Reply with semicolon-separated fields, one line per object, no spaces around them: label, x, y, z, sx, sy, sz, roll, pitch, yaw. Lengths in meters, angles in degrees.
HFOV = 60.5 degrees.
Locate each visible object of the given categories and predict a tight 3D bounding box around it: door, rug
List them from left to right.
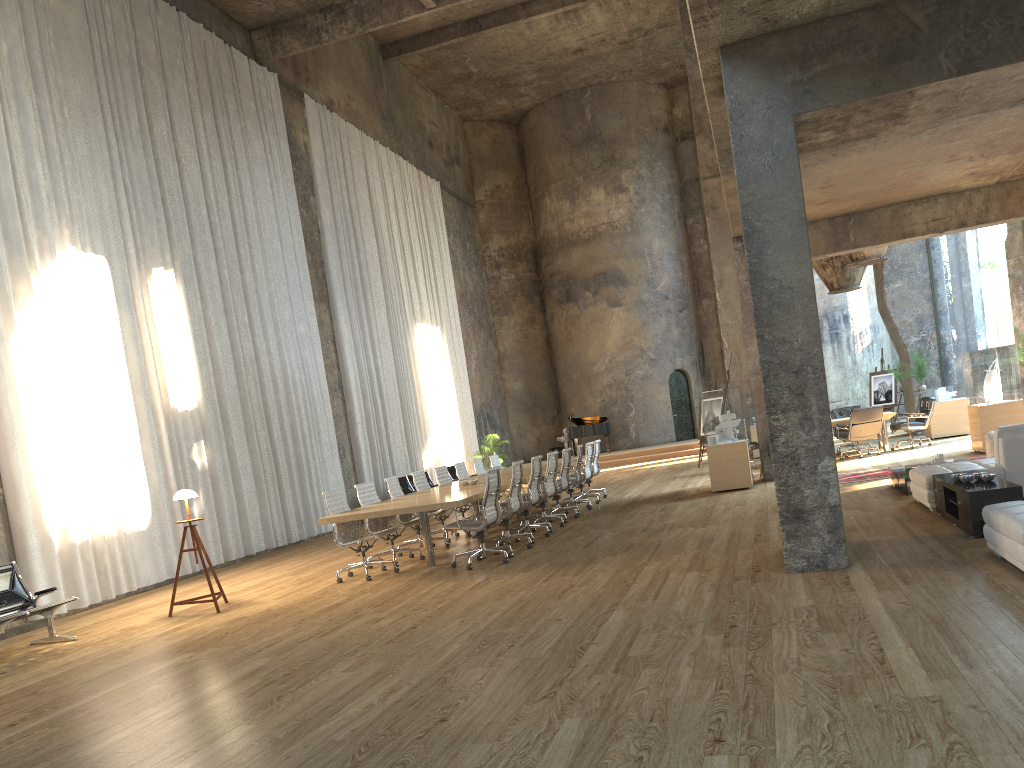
door;5.383;0.674;28.161;0.895;2.313;0.091;-10;5;-25
rug;5.554;1.224;12.414;2.475;0.009;1.334;-10;-3;17

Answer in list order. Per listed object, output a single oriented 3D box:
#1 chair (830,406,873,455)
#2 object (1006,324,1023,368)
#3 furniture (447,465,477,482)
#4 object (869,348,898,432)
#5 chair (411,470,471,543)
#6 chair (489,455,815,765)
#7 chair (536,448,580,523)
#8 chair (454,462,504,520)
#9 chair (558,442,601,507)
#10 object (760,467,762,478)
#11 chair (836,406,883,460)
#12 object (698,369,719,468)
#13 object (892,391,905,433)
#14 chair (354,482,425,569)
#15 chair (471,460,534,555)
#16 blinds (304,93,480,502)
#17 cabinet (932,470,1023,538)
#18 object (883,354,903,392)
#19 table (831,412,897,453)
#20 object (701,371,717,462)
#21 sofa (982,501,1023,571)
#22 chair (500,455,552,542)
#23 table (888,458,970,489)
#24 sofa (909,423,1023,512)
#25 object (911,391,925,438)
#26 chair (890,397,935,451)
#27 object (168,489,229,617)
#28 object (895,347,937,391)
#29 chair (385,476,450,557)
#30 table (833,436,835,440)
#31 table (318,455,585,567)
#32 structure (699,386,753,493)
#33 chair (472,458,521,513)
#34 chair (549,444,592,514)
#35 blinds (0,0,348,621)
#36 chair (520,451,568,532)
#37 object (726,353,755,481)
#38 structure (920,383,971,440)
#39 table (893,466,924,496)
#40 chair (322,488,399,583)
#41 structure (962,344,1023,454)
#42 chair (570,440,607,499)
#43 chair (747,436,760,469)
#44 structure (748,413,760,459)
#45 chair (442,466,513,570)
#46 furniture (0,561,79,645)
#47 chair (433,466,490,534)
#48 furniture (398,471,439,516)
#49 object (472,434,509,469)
chair;6.635;0.897;17.219;0.733;0.898;0.813;-8;1;17
object;7.922;-0.516;13.504;0.689;0.946;0.853;-8;1;7
furniture;-1.086;2.294;20.733;0.712;0.846;1.855;-8;-2;16
object;9.352;0.162;22.083;0.706;2.162;0.675;-5;5;45
chair;-0.992;1.704;12.425;0.703;1.032;0.657;-8;2;22
chair;2.688;1.306;15.035;13.018;1.037;31.232;-10;-3;16
chair;0.608;1.493;12.958;0.703;1.032;0.657;-8;2;22
chair;-0.504;1.730;14.125;0.703;1.032;0.657;-8;2;22
chair;1.095;1.519;14.668;0.704;1.032;0.657;-8;2;25
object;4.435;0.903;14.959;0.573;1.306;0.650;-8;3;16
chair;6.235;0.877;15.835;0.727;0.898;0.820;-9;1;-10
object;4.439;0.746;19.351;0.675;2.162;0.705;-12;5;-42
object;9.404;0.655;20.939;0.661;0.979;0.565;-8;2;10
chair;-1.471;1.677;10.713;0.704;1.032;0.657;-8;2;25
chair;-0.129;1.455;10.381;0.703;1.032;0.658;-8;2;20
blinds;-2.481;-1.474;21.458;0.276;8.702;7.749;-7;1;17
cabinet;3.935;1.003;7.500;0.398;0.371;1.548;-8;-3;16
object;9.216;-0.280;20.907;0.693;0.946;0.848;-7;1;37
table;5.954;1.062;16.647;2.422;0.705;1.095;-9;-1;16
object;4.856;0.790;21.186;0.689;2.162;0.691;-5;5;42
sofa;4.146;0.672;5.449;2.078;0.726;1.062;-9;-1;16
chair;0.120;1.468;11.258;0.703;1.032;0.657;-8;2;22
table;5.035;1.082;10.615;0.864;0.248;0.367;-9;-1;16
sofa;5.296;0.731;9.464;2.075;0.726;2.903;-9;-3;16
object;8.791;0.606;18.515;0.651;0.979;0.574;-10;3;-38
chair;7.354;0.729;16.209;0.824;0.899;0.724;-8;1;11
object;-3.231;1.718;9.055;0.650;1.306;0.574;-11;4;-41
object;8.523;-0.312;18.563;0.863;0.946;0.680;-8;2;19
chair;-1.236;1.689;11.531;0.702;1.032;0.658;-8;2;16
table;7.500;1.255;22.645;1.880;0.550;0.933;-9;-2;16
table;-0.189;1.735;12.778;1.609;0.762;7.648;-9;-3;16
structure;3.304;0.854;13.530;0.597;1.558;0.734;-8;3;16
chair;-0.255;1.743;15.003;0.703;1.032;0.658;-8;2;20
chair;0.869;1.506;13.848;0.702;1.032;0.658;-8;2;16
blinds;-4.849;-1.597;13.200;0.276;8.702;7.749;-7;1;17
chair;0.364;1.481;12.118;0.704;1.032;0.657;-8;2;25
object;3.488;0.600;14.367;0.688;2.162;0.693;-8;4;15
structure;8.645;0.547;17.508;0.739;1.021;0.736;-8;2;16
table;4.938;1.098;10.264;0.794;0.204;1.101;-9;-3;16
chair;-1.680;1.660;9.879;0.703;1.032;0.657;-8;2;22
structure;7.283;0.238;13.278;0.597;1.558;0.734;-8;3;16
chair;1.298;1.537;15.504;0.703;1.032;0.657;-8;2;22
chair;4.466;1.218;17.098;0.824;0.899;0.723;-8;1;12
structure;5.758;1.114;19.743;0.747;1.021;0.727;-8;2;16
chair;-0.391;1.441;9.475;0.703;1.032;0.657;-8;2;22
furniture;-4.763;2.092;7.712;0.712;0.846;1.855;-8;-2;16
chair;-0.748;1.716;13.266;0.704;1.032;0.657;-8;2;25
furniture;-1.740;2.260;18.451;0.712;0.846;1.855;-8;-2;16
object;-0.505;2.099;24.182;1.094;1.466;1.120;-8;2;7
